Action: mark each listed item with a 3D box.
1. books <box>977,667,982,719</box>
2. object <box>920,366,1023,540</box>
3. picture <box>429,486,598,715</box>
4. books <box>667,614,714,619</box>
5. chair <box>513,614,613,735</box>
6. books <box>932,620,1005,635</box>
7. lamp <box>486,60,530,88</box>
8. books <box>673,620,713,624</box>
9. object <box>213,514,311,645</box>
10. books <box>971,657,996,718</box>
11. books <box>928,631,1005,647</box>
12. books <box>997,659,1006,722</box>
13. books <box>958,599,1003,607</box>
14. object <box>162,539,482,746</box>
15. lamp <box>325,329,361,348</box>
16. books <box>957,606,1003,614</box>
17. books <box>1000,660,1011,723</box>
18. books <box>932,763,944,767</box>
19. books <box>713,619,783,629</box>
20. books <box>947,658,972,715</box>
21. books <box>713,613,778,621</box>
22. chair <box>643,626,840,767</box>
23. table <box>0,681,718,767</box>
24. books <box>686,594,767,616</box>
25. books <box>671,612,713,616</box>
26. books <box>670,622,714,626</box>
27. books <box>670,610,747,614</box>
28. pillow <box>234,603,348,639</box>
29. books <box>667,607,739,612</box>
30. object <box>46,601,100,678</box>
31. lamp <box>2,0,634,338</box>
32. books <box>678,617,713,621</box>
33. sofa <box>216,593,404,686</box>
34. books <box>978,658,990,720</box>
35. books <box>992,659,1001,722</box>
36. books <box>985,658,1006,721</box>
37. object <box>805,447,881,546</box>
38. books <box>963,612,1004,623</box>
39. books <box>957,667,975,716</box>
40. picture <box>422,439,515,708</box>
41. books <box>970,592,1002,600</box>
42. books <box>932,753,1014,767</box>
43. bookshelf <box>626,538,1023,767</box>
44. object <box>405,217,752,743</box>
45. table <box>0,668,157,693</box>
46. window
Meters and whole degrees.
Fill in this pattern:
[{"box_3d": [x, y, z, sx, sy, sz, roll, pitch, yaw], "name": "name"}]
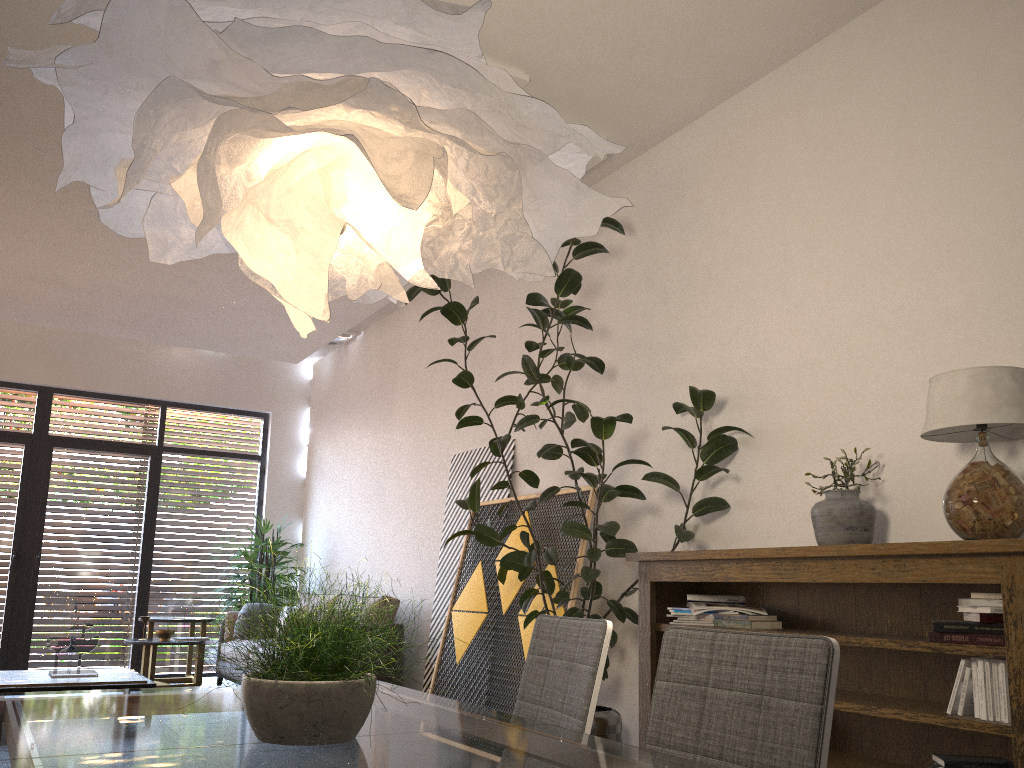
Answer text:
[{"box_3d": [1.542, 0.992, 2.848, 0.120, 0.157, 0.016, 8, -12, -30], "name": "books"}, {"box_3d": [1.618, 0.259, 3.033, 0.390, 0.576, 0.393, -5, -13, 28], "name": "object"}, {"box_3d": [-0.063, 1.489, 5.594, 0.387, 1.589, 1.508, 7, -13, -30], "name": "picture"}, {"box_3d": [0.914, 1.068, 4.061, 0.320, 0.011, 0.254, -10, -17, 40], "name": "books"}, {"box_3d": [-0.114, 1.018, 2.100, 0.602, 0.910, 0.479, 6, -12, -21], "name": "chair"}, {"box_3d": [1.202, -3.035, 1.032, 0.360, 6.642, 5.448, 0, -11, 10], "name": "books"}, {"box_3d": [-0.252, -1.580, 4.424, 0.647, 0.065, 0.255, 9, -15, -30], "name": "lamp"}, {"box_3d": [0.928, 1.083, 4.035, 0.319, 0.011, 0.255, -6, -15, 28], "name": "books"}, {"box_3d": [-2.589, 2.189, 9.134, 0.914, 1.706, 0.987, -4, -12, 24], "name": "object"}, {"box_3d": [1.546, 0.984, 2.876, 0.136, 0.187, 0.018, 8, -12, -30], "name": "books"}, {"box_3d": [1.557, 0.831, 2.891, 0.231, 0.034, 0.287, 11, -16, -37], "name": "books"}, {"box_3d": [1.590, 0.968, 2.803, 0.136, 0.187, 0.018, 8, -12, -30], "name": "books"}, {"box_3d": [1.609, 0.716, 2.892, 0.243, 0.023, 0.177, -2, -13, 14], "name": "books"}, {"box_3d": [-0.343, 0.469, 1.607, 0.533, 0.364, 0.672, 10, -15, -34], "name": "object"}, {"box_3d": [-1.814, -0.495, 9.243, 0.254, 0.065, 0.649, 9, -15, -29], "name": "lamp"}, {"box_3d": [1.608, 0.733, 2.867, 0.244, 0.019, 0.176, 3, -13, -5], "name": "books"}, {"box_3d": [1.584, 0.963, 2.780, 0.136, 0.187, 0.015, 8, -12, -30], "name": "books"}, {"box_3d": [1.493, 1.250, 2.874, 0.206, 0.022, 0.156, -9, -17, 38], "name": "books"}, {"box_3d": [1.023, 1.044, 3.851, 0.180, 0.033, 0.245, 8, -15, -27], "name": "books"}, {"box_3d": [1.502, 0.994, 2.915, 0.136, 0.180, 0.078, 8, -12, -30], "name": "books"}, {"box_3d": [1.014, 1.016, 3.861, 0.167, 0.023, 0.229, 8, -15, -26], "name": "books"}, {"box_3d": [0.182, 0.869, 1.430, 0.603, 0.910, 0.478, 8, -13, -30], "name": "chair"}, {"box_3d": [-0.363, 0.975, 1.498, 1.000, 0.707, 1.813, 8, -15, -30], "name": "table"}, {"box_3d": [0.966, 1.014, 4.020, 0.322, 0.108, 0.276, 0, -13, 4], "name": "books"}, {"box_3d": [0.924, 1.055, 4.051, 0.319, 0.011, 0.255, -6, -15, 30], "name": "books"}, {"box_3d": [0.918, 1.095, 4.037, 0.319, 0.011, 0.254, -7, -16, 32], "name": "books"}, {"box_3d": [0.921, 1.049, 4.071, 0.319, 0.011, 0.255, -6, -15, 30], "name": "books"}, {"box_3d": [-1.921, 2.084, 7.671, 0.620, 0.339, 1.907, 8, -15, -29], "name": "pillow"}, {"box_3d": [0.918, 1.040, 4.081, 0.319, 0.011, 0.254, -8, -16, 35], "name": "books"}, {"box_3d": [-1.688, -0.987, 2.754, 0.366, 4.429, 8.987, 5, -13, -18], "name": "object"}, {"box_3d": [-0.287, -2.619, 2.155, 1.119, 5.161, 1.070, 5, -11, -19], "name": "lamp"}, {"box_3d": [0.944, 1.071, 4.027, 0.319, 0.011, 0.255, -5, -15, 25], "name": "books"}, {"box_3d": [-1.797, 2.275, 7.670, 0.996, 0.910, 2.338, 8, -14, -30], "name": "sofa"}, {"box_3d": [1.544, 0.974, 2.832, 0.136, 0.187, 0.018, 8, -12, -30], "name": "books"}, {"box_3d": [1.578, 0.971, 2.815, 0.136, 0.187, 0.015, 8, -12, -30], "name": "books"}, {"box_3d": [1.559, 0.972, 2.822, 0.136, 0.187, 0.015, 8, -12, -30], "name": "books"}, {"box_3d": [1.319, 0.460, 3.555, 0.276, 0.408, 0.388, -7, -14, 37], "name": "object"}, {"box_3d": [1.602, 0.755, 2.856, 0.225, 0.029, 0.181, -1, -13, 11], "name": "books"}, {"box_3d": [1.513, 1.003, 2.897, 0.120, 0.156, 0.057, 8, -12, -30], "name": "books"}, {"box_3d": [-0.332, 1.442, 6.343, 0.208, 1.999, 0.964, 7, -12, -30], "name": "picture"}, {"box_3d": [1.616, 0.695, 2.900, 0.155, 0.022, 0.206, -11, -18, 43], "name": "books"}, {"box_3d": [1.499, 1.228, 2.874, 0.221, 0.023, 0.149, -1, -13, 10], "name": "books"}, {"box_3d": [1.214, 1.232, 3.431, 0.452, 1.160, 1.933, 7, -14, -30], "name": "bookshelf"}, {"box_3d": [0.281, 0.478, 4.696, 2.018, 3.168, 0.914, -7, -13, 37], "name": "object"}, {"box_3d": [-3.184, 2.228, 6.282, 1.052, 0.304, 1.124, 9, -15, -30], "name": "table"}, {"box_3d": [-4.858, 1.443, 8.901, 4.958, 2.999, 0.462, 9, -12, -30], "name": "window"}]
